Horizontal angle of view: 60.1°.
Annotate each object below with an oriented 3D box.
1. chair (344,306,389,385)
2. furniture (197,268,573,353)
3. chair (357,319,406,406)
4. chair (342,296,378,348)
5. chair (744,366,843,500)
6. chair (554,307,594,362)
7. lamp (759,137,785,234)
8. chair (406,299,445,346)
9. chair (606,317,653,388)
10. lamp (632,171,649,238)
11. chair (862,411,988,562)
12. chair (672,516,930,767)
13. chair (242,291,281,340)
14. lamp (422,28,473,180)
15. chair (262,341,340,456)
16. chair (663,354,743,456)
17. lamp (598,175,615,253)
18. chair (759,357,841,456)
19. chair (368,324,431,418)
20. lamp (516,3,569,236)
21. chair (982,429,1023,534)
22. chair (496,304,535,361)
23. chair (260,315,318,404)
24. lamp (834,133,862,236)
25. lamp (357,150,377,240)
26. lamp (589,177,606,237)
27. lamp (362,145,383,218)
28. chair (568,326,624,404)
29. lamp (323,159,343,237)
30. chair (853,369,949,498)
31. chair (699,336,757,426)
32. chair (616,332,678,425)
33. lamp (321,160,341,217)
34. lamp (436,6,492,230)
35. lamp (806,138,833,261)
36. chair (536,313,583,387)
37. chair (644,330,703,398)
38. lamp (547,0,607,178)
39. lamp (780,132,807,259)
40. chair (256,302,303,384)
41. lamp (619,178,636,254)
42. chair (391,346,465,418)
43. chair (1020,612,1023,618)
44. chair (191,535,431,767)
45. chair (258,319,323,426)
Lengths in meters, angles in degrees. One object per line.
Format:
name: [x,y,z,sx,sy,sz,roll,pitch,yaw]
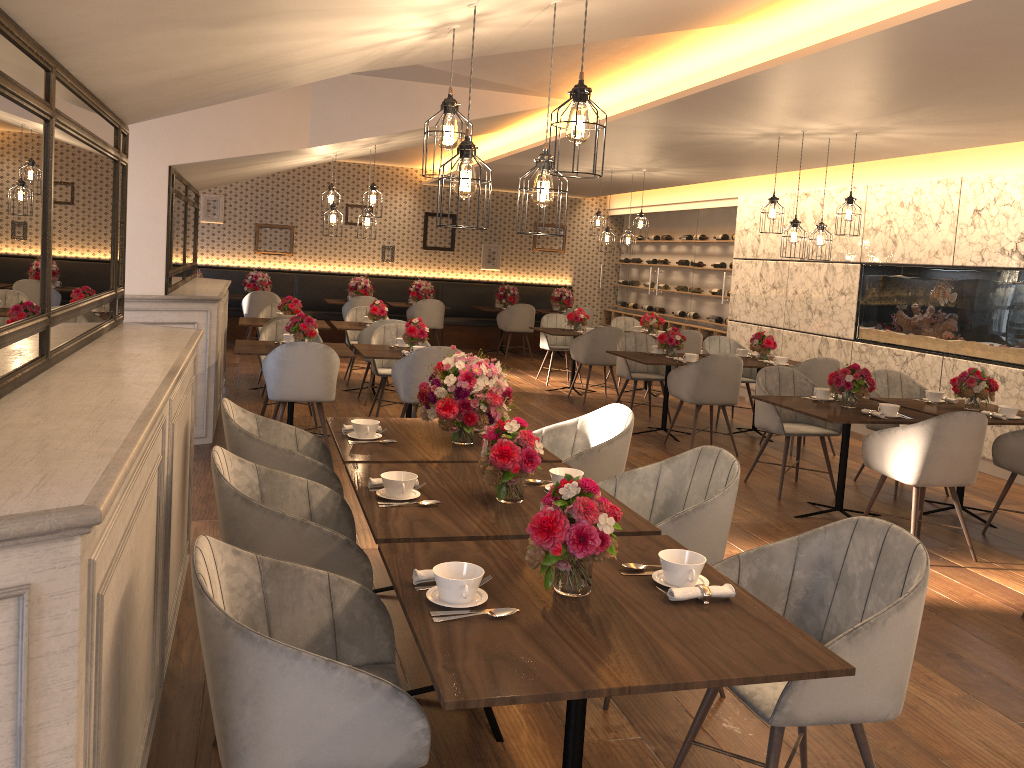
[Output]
chair: [-1.672,-0.446,10.223,0.564,0.868,0.529,2,6,-17]
furniture: [-2.308,-1.172,14.310,7.084,1.076,0.544,1,6,-17]
chair: [-1.271,-0.242,8.963,0.564,0.868,0.529,2,6,-17]
chair: [-2.203,-0.874,12.994,0.564,0.868,0.529,2,6,-17]
chair: [2.023,0.336,6.382,0.564,0.868,0.529,2,6,-17]
chair: [0.992,-0.802,13.941,0.564,0.868,0.529,2,6,-17]
lamp: [2.163,-2.245,7.086,0.175,2.061,0.176,2,5,-15]
chair: [-1.284,-0.853,13.266,0.564,0.868,0.529,2,6,-17]
chair: [1.530,-0.419,11.484,0.564,0.868,0.529,2,6,-17]
lamp: [1.563,-2.739,10.294,0.175,2.061,0.176,2,5,-15]
chair: [2.379,0.540,5.110,0.564,0.868,0.529,2,6,-17]
chair: [0.793,0.817,2.438,0.526,0.868,0.568,2,6,-17]
chair: [-3.560,-0.904,12.592,0.564,0.868,0.529,2,6,-17]
lamp: [-0.185,-1.805,3.269,0.175,2.061,0.176,2,5,-15]
chair: [-1.541,0.095,6.471,0.564,0.868,0.529,2,6,-17]
chair: [1.659,0.144,7.572,0.564,0.868,0.529,2,6,-17]
lamp: [1.183,-2.585,10.411,0.175,2.061,0.176,2,5,-15]
chair: [2.578,0.165,7.845,0.564,0.868,0.529,2,6,-17]
chair: [-1.023,-0.090,8.003,0.564,0.868,0.529,2,6,-17]
lamp: [0.170,-1.575,3.184,0.175,2.061,0.176,2,5,-15]
chair: [3.298,0.560,5.382,0.564,0.868,0.529,2,6,-17]
chair: [0.073,-0.823,13.669,0.564,0.868,0.529,2,6,-17]
chair: [-2.190,-0.262,8.691,0.564,0.868,0.529,2,6,-17]
lamp: [2.622,-2.157,6.671,0.175,2.061,0.176,2,5,-15]
lamp: [-1.297,-2.381,8.201,0.175,2.061,0.176,2,5,-15]
lamp: [1.103,-2.827,10.709,0.175,2.061,0.176,2,5,-15]
lamp: [-1.193,-2.523,7.871,0.175,2.061,0.176,2,5,-15]
chair: [0.967,-0.236,9.939,0.564,0.868,0.529,2,6,-17]
lamp: [-1.573,-2.369,7.988,0.175,2.061,0.176,2,5,-15]
chair: [2.942,0.357,6.655,0.564,0.868,0.529,2,6,-17]
chair: [2.222,-0.039,9.118,0.564,0.868,0.529,2,6,-17]
chair: [1.302,-0.059,8.845,0.564,0.868,0.529,2,6,-17]
lamp: [-1.652,-2.611,8.285,0.175,2.061,0.176,2,5,-15]
lamp: [-0.106,-1.563,2.971,0.175,2.061,0.176,2,5,-15]
lamp: [2.518,-2.015,7.001,0.175,2.061,0.176,2,5,-15]
chair: [0.610,-0.440,11.212,0.564,0.868,0.529,2,6,-17]
chair: [1.886,-0.216,10.211,0.564,0.868,0.529,2,6,-17]
lamp: [0.274,-1.716,2.854,0.175,2.061,0.176,2,5,-15]
lamp: [2.242,-2.003,6.788,0.175,2.061,0.176,2,5,-15]
chair: [-2.591,-0.467,9.950,0.564,0.868,0.529,2,6,-17]
lamp: [1.459,-2.598,10.624,0.175,2.061,0.176,2,5,-15]
chair: [-0.622,0.115,6.744,0.564,0.868,0.529,2,6,-17]
chair: [2.715,0.717,4.016,0.564,0.868,0.529,2,6,-17]
chair: [-0.475,0.791,2.044,0.526,0.868,0.568,2,6,-17]
chair: [-1.942,-0.110,7.731,0.564,0.868,0.529,2,6,-17]
